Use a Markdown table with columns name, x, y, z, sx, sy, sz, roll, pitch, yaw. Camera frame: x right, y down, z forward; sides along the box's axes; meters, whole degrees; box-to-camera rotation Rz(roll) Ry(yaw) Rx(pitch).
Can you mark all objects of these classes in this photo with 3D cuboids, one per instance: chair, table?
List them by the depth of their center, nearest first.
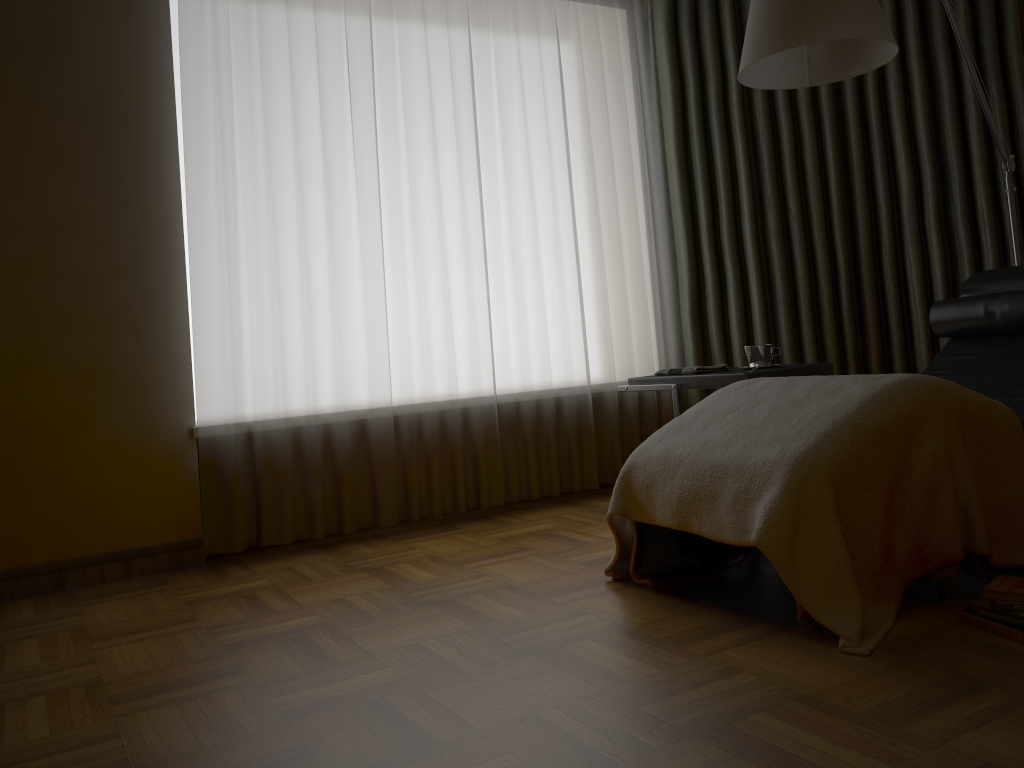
| name | x | y | z | sx | sy | sz | roll | pitch | yaw |
| --- | --- | --- | --- | --- | --- | --- | --- | --- | --- |
| chair | 1.208 | 0.053 | 2.553 | 1.793 | 0.801 | 0.632 | -5 | -1 | -30 |
| table | 0.772 | -0.026 | 3.138 | 0.500 | 0.045 | 0.515 | -6 | 2 | -38 |

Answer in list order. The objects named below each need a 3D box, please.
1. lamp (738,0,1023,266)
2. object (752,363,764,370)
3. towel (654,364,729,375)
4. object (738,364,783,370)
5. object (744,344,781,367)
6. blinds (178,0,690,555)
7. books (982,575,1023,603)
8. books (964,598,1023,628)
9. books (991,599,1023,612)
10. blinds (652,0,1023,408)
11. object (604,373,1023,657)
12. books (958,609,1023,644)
| name | x | y | z | sx | sy | sz | roll | pitch | yaw |
| --- | --- | --- | --- | --- | --- | --- | --- | --- | --- |
| lamp | 1.368 | -0.512 | 2.793 | 1.418 | 1.976 | 0.448 | -4 | -3 | -26 |
| object | 0.824 | -0.059 | 2.972 | 0.029 | 0.019 | 0.124 | -5 | 2 | 29 |
| towel | 0.647 | -0.048 | 3.158 | 0.179 | 0.035 | 0.240 | -6 | 2 | -26 |
| object | 0.863 | -0.059 | 3.065 | 0.150 | 0.009 | 0.149 | -6 | 2 | -24 |
| object | 0.866 | -0.095 | 3.070 | 0.111 | 0.079 | 0.097 | -5 | 0 | -28 |
| blinds | -0.184 | -0.651 | 3.602 | 2.201 | 2.301 | 0.092 | -4 | -3 | -30 |
| books | 1.070 | 0.422 | 1.797 | 0.172 | 0.018 | 0.124 | -3 | 2 | 45 |
| books | 1.086 | 0.459 | 1.765 | 0.189 | 0.020 | 0.263 | -6 | 2 | -25 |
| books | 1.076 | 0.439 | 1.802 | 0.172 | 0.018 | 0.123 | -4 | 2 | 20 |
| blinds | 1.466 | -0.860 | 3.902 | 1.529 | 2.463 | 0.224 | -5 | -3 | 15 |
| object | 0.755 | 0.249 | 2.295 | 0.911 | 0.522 | 0.913 | -5 | 1 | -29 |
| books | 1.074 | 0.481 | 1.754 | 0.200 | 0.022 | 0.279 | -5 | 2 | -15 |
